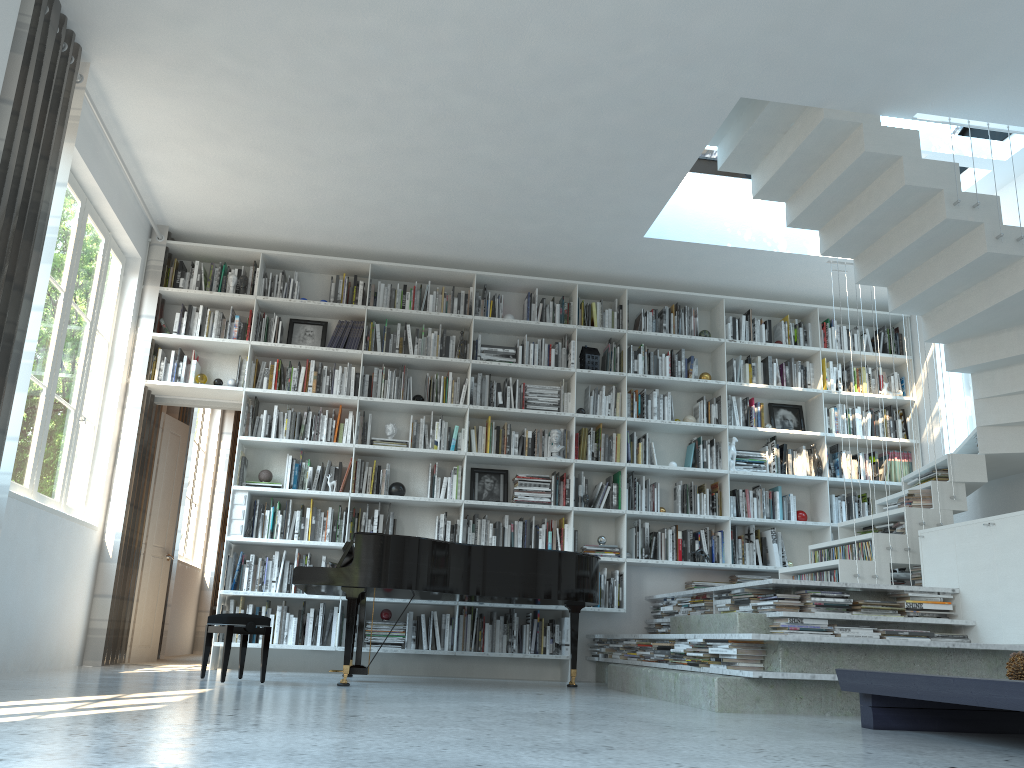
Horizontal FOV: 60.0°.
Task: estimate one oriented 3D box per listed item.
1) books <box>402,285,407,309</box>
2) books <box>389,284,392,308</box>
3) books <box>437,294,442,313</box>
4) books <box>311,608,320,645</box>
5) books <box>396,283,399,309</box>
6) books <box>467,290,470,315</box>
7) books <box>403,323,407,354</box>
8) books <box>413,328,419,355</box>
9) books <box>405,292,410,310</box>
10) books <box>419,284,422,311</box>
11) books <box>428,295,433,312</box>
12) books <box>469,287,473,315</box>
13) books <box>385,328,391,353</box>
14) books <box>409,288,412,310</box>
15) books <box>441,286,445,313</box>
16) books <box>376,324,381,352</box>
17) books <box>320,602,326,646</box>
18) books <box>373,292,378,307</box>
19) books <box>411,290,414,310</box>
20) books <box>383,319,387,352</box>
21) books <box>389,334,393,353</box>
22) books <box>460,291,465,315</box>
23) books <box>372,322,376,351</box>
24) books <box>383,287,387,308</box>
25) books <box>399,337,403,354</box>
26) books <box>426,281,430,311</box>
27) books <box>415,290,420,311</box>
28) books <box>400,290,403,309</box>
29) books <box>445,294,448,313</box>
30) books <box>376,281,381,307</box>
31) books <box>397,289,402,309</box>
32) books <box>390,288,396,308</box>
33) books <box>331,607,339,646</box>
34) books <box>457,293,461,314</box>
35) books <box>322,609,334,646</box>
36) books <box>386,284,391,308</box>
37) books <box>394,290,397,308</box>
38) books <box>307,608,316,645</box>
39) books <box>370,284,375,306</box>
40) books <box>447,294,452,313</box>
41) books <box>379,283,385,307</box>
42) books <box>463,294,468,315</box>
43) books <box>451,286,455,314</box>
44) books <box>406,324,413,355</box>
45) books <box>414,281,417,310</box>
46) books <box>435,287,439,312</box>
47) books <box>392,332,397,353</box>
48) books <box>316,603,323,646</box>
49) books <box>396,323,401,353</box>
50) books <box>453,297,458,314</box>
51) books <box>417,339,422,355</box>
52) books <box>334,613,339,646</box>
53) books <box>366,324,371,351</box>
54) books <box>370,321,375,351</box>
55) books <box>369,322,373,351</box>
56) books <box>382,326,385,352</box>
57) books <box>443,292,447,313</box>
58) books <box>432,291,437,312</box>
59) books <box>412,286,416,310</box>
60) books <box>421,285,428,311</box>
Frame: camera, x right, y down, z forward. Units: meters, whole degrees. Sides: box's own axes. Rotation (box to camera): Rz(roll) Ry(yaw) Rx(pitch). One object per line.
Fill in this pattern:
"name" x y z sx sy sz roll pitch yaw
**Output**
"books" -0.879 -0.654 7.202 0.028 0.267 0.152 5 -16 -8
"books" -0.985 -0.660 7.166 0.012 0.249 0.174 5 -16 -8
"books" -0.599 -0.605 7.236 0.029 0.213 0.142 5 -16 -8
"books" -1.425 1.768 6.459 0.040 0.263 0.138 5 -16 -8
"books" -0.932 -0.662 7.178 0.010 0.263 0.161 5 -16 -8
"books" -0.367 -0.617 7.258 0.014 0.266 0.172 5 -16 -8
"books" -0.866 -0.322 7.115 0.013 0.314 0.135 5 -16 -8
"books" -0.771 -0.293 7.112 0.027 0.264 0.169 5 -16 -8
"books" -0.850 -0.623 7.189 0.030 0.200 0.152 5 -16 -8
"books" -0.750 -0.654 7.202 0.013 0.275 0.165 5 -16 -8
"books" -0.666 -0.604 7.206 0.031 0.189 0.182 5 -16 -8
"books" -0.346 -0.627 7.259 0.026 0.287 0.176 5 -16 -8
"books" -0.993 -0.304 7.063 0.031 0.241 0.182 5 -16 -8
"books" -0.828 -0.638 7.193 0.013 0.234 0.155 5 -16 -8
"books" -0.572 -0.636 7.220 0.014 0.265 0.192 5 -16 -8
"books" -1.065 -0.322 7.072 0.067 0.273 0.168 5 -16 -8
"books" -1.373 1.744 6.440 0.012 0.302 0.166 5 -16 -8
"books" -1.105 -0.633 7.155 0.024 0.182 0.133 5 -16 -8
"books" -0.814 -0.630 7.185 0.011 0.215 0.160 5 -16 -8
"books" -1.012 -0.342 7.069 0.012 0.314 0.172 5 -16 -8
"books" -0.969 -0.279 7.075 0.024 0.201 0.154 5 -16 -8
"books" -0.416 -0.615 7.263 0.029 0.260 0.152 5 -16 -8
"books" -1.102 -0.333 7.062 0.010 0.286 0.148 5 -16 -8
"books" -1.027 -0.649 7.157 0.023 0.219 0.182 5 -16 -8
"books" -0.890 -0.262 7.086 0.034 0.180 0.160 5 -16 -8
"books" -0.687 -0.664 7.227 0.014 0.314 0.166 5 -16 -8
"books" -0.774 -0.632 7.208 0.029 0.235 0.130 5 -16 -8
"books" -0.900 -0.631 7.193 0.012 0.215 0.150 5 -16 -8
"books" -0.538 -0.606 7.212 0.013 0.206 0.178 5 -16 -8
"books" -1.082 -0.675 7.180 0.021 0.278 0.141 5 -16 -8
"books" -0.919 -0.639 7.201 0.025 0.234 0.130 5 -16 -8
"books" -0.964 -0.641 7.151 0.029 0.207 0.179 5 -16 -8
"books" -1.294 1.770 6.472 0.027 0.275 0.144 5 -16 -8
"books" -0.443 -0.607 7.248 0.026 0.236 0.149 5 -16 -8
"books" -1.340 1.776 6.461 0.065 0.255 0.156 5 -16 -8
"books" -1.004 -0.661 7.168 0.023 0.250 0.171 5 -16 -8
"books" -0.945 -0.636 7.167 0.015 0.207 0.167 5 -16 -8
"books" -1.455 1.762 6.431 0.027 0.255 0.179 5 -16 -8
"books" -1.128 -0.666 7.144 0.029 0.236 0.156 5 -16 -8
"books" -0.518 -0.602 7.211 0.026 0.199 0.187 5 -16 -8
"books" -1.054 -0.666 7.162 0.031 0.254 0.146 5 -16 -8
"books" -0.386 -0.601 7.242 0.026 0.224 0.172 5 -16 -8
"books" -0.490 -0.636 7.244 0.013 0.284 0.160 5 -16 -8
"books" -0.819 -0.311 7.093 0.075 0.284 0.179 5 -16 -8
"books" -0.790 -0.667 7.202 0.010 0.298 0.151 5 -16 -8
"books" -0.618 -0.636 7.232 0.014 0.268 0.156 5 -16 -8
"books" -0.942 -0.287 7.074 0.029 0.218 0.158 5 -16 -8
"books" -1.390 1.747 6.439 0.021 0.294 0.188 5 -16 -8
"books" -0.915 -0.321 7.088 0.023 0.292 0.156 5 -16 -8
"books" -0.470 -0.587 7.228 0.031 0.184 0.177 5 -16 -8
"books" -0.745 -0.252 7.098 0.028 0.179 0.168 5 -16 -8
"books" -1.266 1.781 6.429 0.017 0.232 0.213 5 -16 -8
"books" -1.143 -0.325 7.039 0.023 0.255 0.175 5 -16 -8
"books" -1.116 -0.338 7.084 0.014 0.308 0.130 5 -16 -8
"books" -1.127 -0.333 7.059 0.013 0.282 0.159 5 -16 -8
"books" -1.026 -0.314 7.068 0.011 0.259 0.157 5 -16 -8
"books" -0.557 -0.615 7.224 0.021 0.228 0.161 5 -16 -8
"books" -0.638 -0.622 7.224 0.026 0.235 0.134 5 -16 -8
"books" -0.802 -0.646 7.192 0.013 0.251 0.184 5 -16 -8
"books" -0.718 -0.650 7.204 0.052 0.272 0.173 5 -16 -8
